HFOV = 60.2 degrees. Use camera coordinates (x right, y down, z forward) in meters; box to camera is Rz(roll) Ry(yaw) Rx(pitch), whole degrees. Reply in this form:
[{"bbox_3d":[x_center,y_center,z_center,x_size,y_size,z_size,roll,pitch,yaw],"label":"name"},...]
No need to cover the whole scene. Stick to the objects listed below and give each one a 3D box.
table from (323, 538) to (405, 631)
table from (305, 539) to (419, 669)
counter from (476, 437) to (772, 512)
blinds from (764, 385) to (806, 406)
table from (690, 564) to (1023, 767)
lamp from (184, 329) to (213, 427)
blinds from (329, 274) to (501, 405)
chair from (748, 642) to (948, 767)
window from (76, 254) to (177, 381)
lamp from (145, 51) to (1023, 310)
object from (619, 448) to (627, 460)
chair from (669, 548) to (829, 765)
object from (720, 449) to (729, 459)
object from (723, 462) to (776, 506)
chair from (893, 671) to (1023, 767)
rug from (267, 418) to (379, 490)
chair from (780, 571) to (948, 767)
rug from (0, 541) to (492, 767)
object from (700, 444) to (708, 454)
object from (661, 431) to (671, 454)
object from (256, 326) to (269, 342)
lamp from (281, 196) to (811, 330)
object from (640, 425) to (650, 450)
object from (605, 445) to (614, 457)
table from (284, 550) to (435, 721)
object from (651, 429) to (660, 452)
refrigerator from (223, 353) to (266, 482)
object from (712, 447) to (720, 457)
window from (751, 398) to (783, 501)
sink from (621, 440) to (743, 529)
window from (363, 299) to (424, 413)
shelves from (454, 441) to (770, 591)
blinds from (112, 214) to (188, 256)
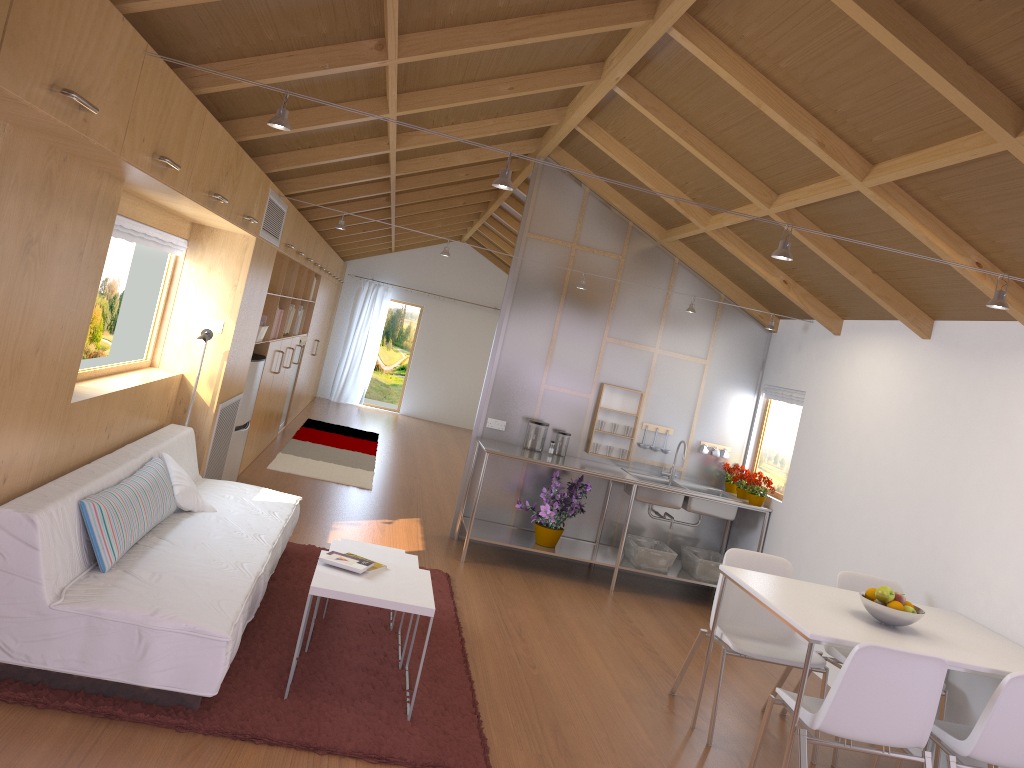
[{"bbox_3d":[-0.742,1.010,4.486,0.341,0.309,0.370,13,1,-8],"label":"table"},{"bbox_3d":[-0.681,1.004,4.090,0.423,0.384,0.459,13,1,-8],"label":"table"},{"bbox_3d":[0.791,0.654,6.471,2.104,0.021,0.651,13,3,-8],"label":"counter"},{"bbox_3d":[2.028,0.084,6.564,0.047,0.111,0.726,13,2,-8],"label":"blinds"},{"bbox_3d":[1.515,1.355,3.691,1.206,0.744,0.900,13,1,-8],"label":"table"},{"bbox_3d":[-1.911,0.262,5.197,0.181,1.200,0.256,14,-2,-32],"label":"lamp"},{"bbox_3d":[-1.472,-0.476,14.303,2.840,2.041,0.233,13,-2,-8],"label":"blinds"},{"bbox_3d":[1.274,1.297,3.266,0.530,0.787,0.547,13,0,-8],"label":"chair"},{"bbox_3d":[-1.997,-0.439,4.567,0.035,0.791,1.499,13,2,-8],"label":"window"},{"bbox_3d":[0.723,-0.540,2.937,3.819,0.153,0.072,13,-1,-7],"label":"lamp"},{"bbox_3d":[0.842,0.536,6.754,0.061,0.077,0.062,13,0,-34],"label":"object"},{"bbox_3d":[1.154,1.229,4.166,0.530,0.787,0.547,13,0,-8],"label":"chair"},{"bbox_3d":[1.662,0.542,6.884,0.059,0.080,0.062,13,0,-8],"label":"object"},{"bbox_3d":[1.742,0.742,6.581,0.232,0.235,0.689,13,2,-8],"label":"object"},{"bbox_3d":[1.849,1.425,3.343,0.530,0.787,0.547,13,0,-8],"label":"chair"},{"bbox_3d":[-1.920,0.689,9.526,0.914,0.011,3.729,12,3,-8],"label":"rug"},{"bbox_3d":[1.729,1.357,4.243,0.530,0.787,0.547,13,0,-8],"label":"chair"},{"bbox_3d":[-1.155,1.101,4.232,1.880,0.020,2.485,13,3,-8],"label":"rug"},{"bbox_3d":[1.496,0.505,6.862,0.059,0.080,0.062,13,0,-8],"label":"object"},{"bbox_3d":[1.198,0.449,6.801,0.075,0.183,0.074,12,-1,24],"label":"object"},{"bbox_3d":[-1.980,-0.398,6.697,0.202,0.123,0.350,13,2,-8],"label":"object"},{"bbox_3d":[0.299,-0.780,6.102,3.819,0.153,0.072,13,-1,-7],"label":"lamp"},{"bbox_3d":[1.032,0.412,6.779,0.075,0.183,0.074,12,-1,24],"label":"object"},{"bbox_3d":[0.742,0.513,6.741,0.061,0.077,0.062,13,0,-34],"label":"object"},{"bbox_3d":[-0.613,1.012,3.633,0.484,0.439,0.525,13,1,-8],"label":"table"},{"bbox_3d":[1.115,0.431,6.790,0.075,0.183,0.074,12,-1,24],"label":"object"},{"bbox_3d":[-2.118,0.264,6.688,0.261,0.989,0.714,13,0,-8],"label":"refrigerator"},{"bbox_3d":[1.587,0.527,6.869,0.059,0.081,0.062,13,0,-1],"label":"object"},{"bbox_3d":[1.991,0.429,6.558,0.025,0.796,0.725,13,0,-8],"label":"window"},{"bbox_3d":[1.240,0.746,6.558,0.808,0.642,0.564,13,0,-8],"label":"sink"},{"bbox_3d":[-2.059,-0.494,14.390,0.872,1.790,0.026,13,-2,-7],"label":"window"},{"bbox_3d":[0.703,1.039,6.459,2.087,0.754,0.633,13,0,-8],"label":"shelves"},{"bbox_3d":[-1.872,-0.760,4.584,0.047,0.111,1.500,13,2,-8],"label":"blinds"}]
